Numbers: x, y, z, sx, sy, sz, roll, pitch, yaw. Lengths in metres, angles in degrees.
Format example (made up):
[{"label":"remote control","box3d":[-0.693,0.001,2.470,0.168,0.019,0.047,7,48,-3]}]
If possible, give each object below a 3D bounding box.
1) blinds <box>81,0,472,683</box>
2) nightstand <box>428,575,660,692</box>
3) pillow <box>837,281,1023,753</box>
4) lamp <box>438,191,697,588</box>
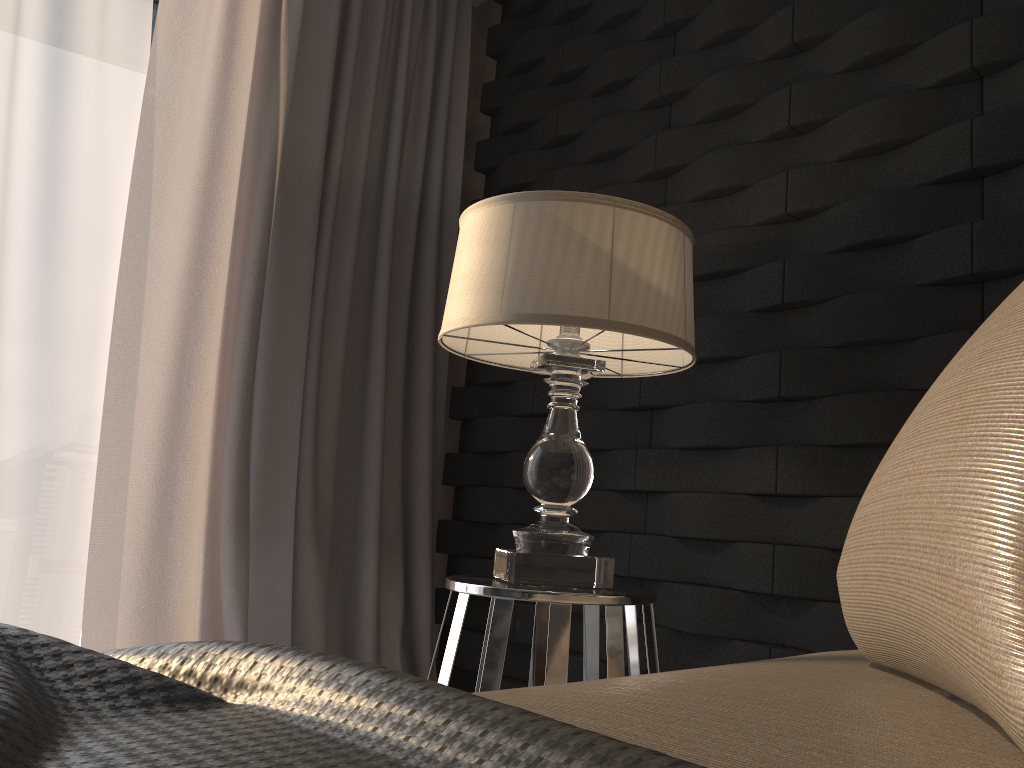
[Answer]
[{"label":"blinds","box3d":[-0.483,-0.291,2.368,0.322,2.649,1.053,-3,-13,40]},{"label":"nightstand","box3d":[0.045,0.641,1.462,0.576,0.605,0.524,10,-11,-28]},{"label":"pillow","box3d":[0.726,-0.057,0.376,0.947,0.520,1.189,12,-12,-38]},{"label":"lamp","box3d":[0.093,0.034,1.579,0.474,0.633,0.456,6,-10,-8]}]
